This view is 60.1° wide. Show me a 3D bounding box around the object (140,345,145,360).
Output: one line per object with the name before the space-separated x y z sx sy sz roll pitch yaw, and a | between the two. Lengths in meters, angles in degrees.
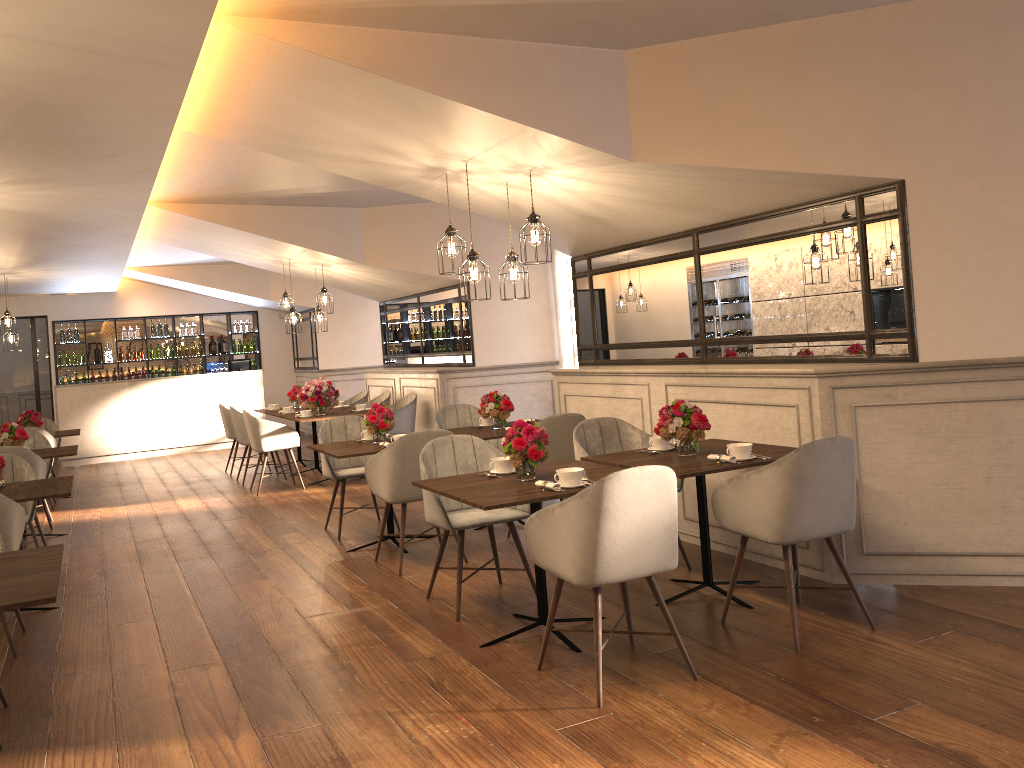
object | -6.333 -0.536 15.163 0.065 0.261 0.065 -4 0 43

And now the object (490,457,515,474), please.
object | -0.038 0.408 4.419 0.148 0.072 0.148 -3 3 32

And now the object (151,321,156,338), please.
object | -6.170 -0.948 15.224 0.075 0.310 0.075 -4 0 7

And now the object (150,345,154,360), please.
object | -6.197 -0.549 15.229 0.065 0.261 0.065 -4 0 43

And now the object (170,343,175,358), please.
object | -5.899 -0.579 15.372 0.065 0.263 0.065 -4 0 43

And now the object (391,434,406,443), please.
object | -0.743 0.381 5.979 0.148 0.072 0.148 -3 3 32

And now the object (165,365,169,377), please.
object | -5.971 -0.207 15.321 0.065 0.261 0.065 -4 0 43

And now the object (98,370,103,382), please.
object | -6.917 -0.115 14.867 0.065 0.261 0.065 -4 0 43

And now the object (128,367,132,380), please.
object | -6.505 -0.155 15.065 0.065 0.261 0.065 -4 0 43

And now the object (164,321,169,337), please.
object | -5.982 -0.966 15.314 0.075 0.310 0.075 -4 0 -15

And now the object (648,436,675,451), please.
object | 0.812 0.325 4.828 0.148 0.072 0.148 -3 3 32

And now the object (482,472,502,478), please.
object | -0.094 0.449 4.361 0.022 0.004 0.210 -5 3 -25

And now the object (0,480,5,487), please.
object | -3.104 0.602 5.358 0.056 0.039 0.175 -5 3 -25

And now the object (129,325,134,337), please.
object | -6.485 -0.892 15.072 0.069 0.208 0.040 -4 0 -26

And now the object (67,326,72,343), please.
object | -7.332 -0.834 14.665 0.075 0.310 0.075 -4 0 18

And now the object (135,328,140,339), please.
object | -6.392 -0.865 15.115 0.070 0.190 0.041 -4 0 -26

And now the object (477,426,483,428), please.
object | -0.272 0.331 6.857 0.043 0.015 0.197 -5 3 -22

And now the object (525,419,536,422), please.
object | 0.107 0.298 6.387 0.148 0.072 0.148 -3 3 32

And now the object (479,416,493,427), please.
object | -0.188 0.293 6.921 0.148 0.072 0.148 -3 3 32

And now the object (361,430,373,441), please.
object | -1.038 0.376 6.512 0.148 0.072 0.148 -3 3 32

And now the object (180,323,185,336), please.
object | -5.742 -0.951 15.429 0.070 0.236 0.041 -4 0 -26

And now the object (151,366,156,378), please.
object | -6.170 -0.187 15.226 0.065 0.261 0.065 -4 0 43

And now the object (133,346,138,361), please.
object | -6.432 -0.526 15.115 0.065 0.261 0.065 -4 0 43

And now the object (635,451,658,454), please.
object | 0.728 0.363 4.764 0.043 0.015 0.197 -5 3 -22

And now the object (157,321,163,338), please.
object | -6.076 -0.957 15.269 0.075 0.310 0.075 -4 0 -15

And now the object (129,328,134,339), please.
object | -6.483 -0.856 15.071 0.070 0.190 0.041 -4 0 -26

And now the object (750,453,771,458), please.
object | 1.202 0.349 4.361 0.043 0.015 0.197 -6 3 -29

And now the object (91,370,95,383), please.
object | -7.016 -0.105 14.819 0.065 0.261 0.065 -4 0 43

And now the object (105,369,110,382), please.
object | -6.817 -0.124 14.915 0.065 0.261 0.065 -4 0 43

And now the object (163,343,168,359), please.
object | -5.998 -0.570 15.324 0.065 0.263 0.065 -4 0 43

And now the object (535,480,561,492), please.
object | 0.155 0.440 3.836 0.056 0.039 0.175 -5 3 -25

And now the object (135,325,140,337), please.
object | -6.395 -0.901 15.115 0.069 0.208 0.040 -4 0 -26

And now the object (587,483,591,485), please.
object | 0.318 0.440 3.943 0.022 0.004 0.210 -5 3 -25

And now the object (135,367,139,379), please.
object | -6.406 -0.164 15.112 0.065 0.261 0.065 -4 0 43

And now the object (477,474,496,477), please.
object | -0.122 0.446 4.356 0.043 0.015 0.197 -5 3 -22

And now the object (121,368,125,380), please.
object | -6.604 -0.145 15.017 0.065 0.261 0.065 -4 0 43

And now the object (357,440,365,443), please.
object | -1.094 0.418 6.454 0.022 0.004 0.210 -5 3 -25

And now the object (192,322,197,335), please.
object | -5.561 -0.969 15.516 0.070 0.236 0.041 -4 0 -26

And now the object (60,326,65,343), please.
object | -7.426 -0.825 14.620 0.075 0.310 0.075 -4 0 0

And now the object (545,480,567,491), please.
object | 0.183 0.444 3.860 0.025 0.024 0.192 -5 3 -25

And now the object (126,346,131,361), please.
object | -6.532 -0.517 15.068 0.065 0.261 0.065 -4 0 43

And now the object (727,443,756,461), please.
object | 1.107 0.330 4.294 0.148 0.072 0.148 -3 3 32

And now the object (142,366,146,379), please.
object | -6.306 -0.174 15.160 0.065 0.261 0.065 -4 0 43

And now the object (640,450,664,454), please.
object | 0.756 0.366 4.770 0.022 0.004 0.210 -5 3 -25

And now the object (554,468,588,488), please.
object | 0.256 0.413 3.886 0.148 0.072 0.148 -3 3 32

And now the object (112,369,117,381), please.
object | -6.718 -0.134 14.962 0.065 0.261 0.065 -4 0 43

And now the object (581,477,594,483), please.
object | 0.352 0.431 3.952 0.043 0.015 0.197 -6 3 -29

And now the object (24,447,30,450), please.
object | -4.212 0.567 7.679 0.056 0.039 0.175 -5 3 -25

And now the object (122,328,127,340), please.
object | -6.573 -0.847 15.028 0.070 0.190 0.041 -4 0 -26

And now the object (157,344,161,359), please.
object | -6.097 -0.560 15.276 0.065 0.263 0.065 -4 0 43

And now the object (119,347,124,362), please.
object | -6.631 -0.507 15.020 0.065 0.261 0.065 -4 0 43

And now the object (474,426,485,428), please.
object | -0.244 0.335 6.863 0.022 0.004 0.210 -5 3 -25

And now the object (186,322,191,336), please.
object | -5.651 -0.960 15.472 0.070 0.236 0.041 -4 0 -26

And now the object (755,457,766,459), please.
object | 1.168 0.357 4.351 0.022 0.004 0.210 -5 3 -25

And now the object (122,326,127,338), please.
object | -6.576 -0.883 15.028 0.069 0.208 0.040 -4 0 -26

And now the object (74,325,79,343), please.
object | -7.239 -0.844 14.710 0.075 0.310 0.075 -4 0 21

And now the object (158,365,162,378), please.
object | -6.071 -0.197 15.273 0.065 0.261 0.065 -4 0 43
